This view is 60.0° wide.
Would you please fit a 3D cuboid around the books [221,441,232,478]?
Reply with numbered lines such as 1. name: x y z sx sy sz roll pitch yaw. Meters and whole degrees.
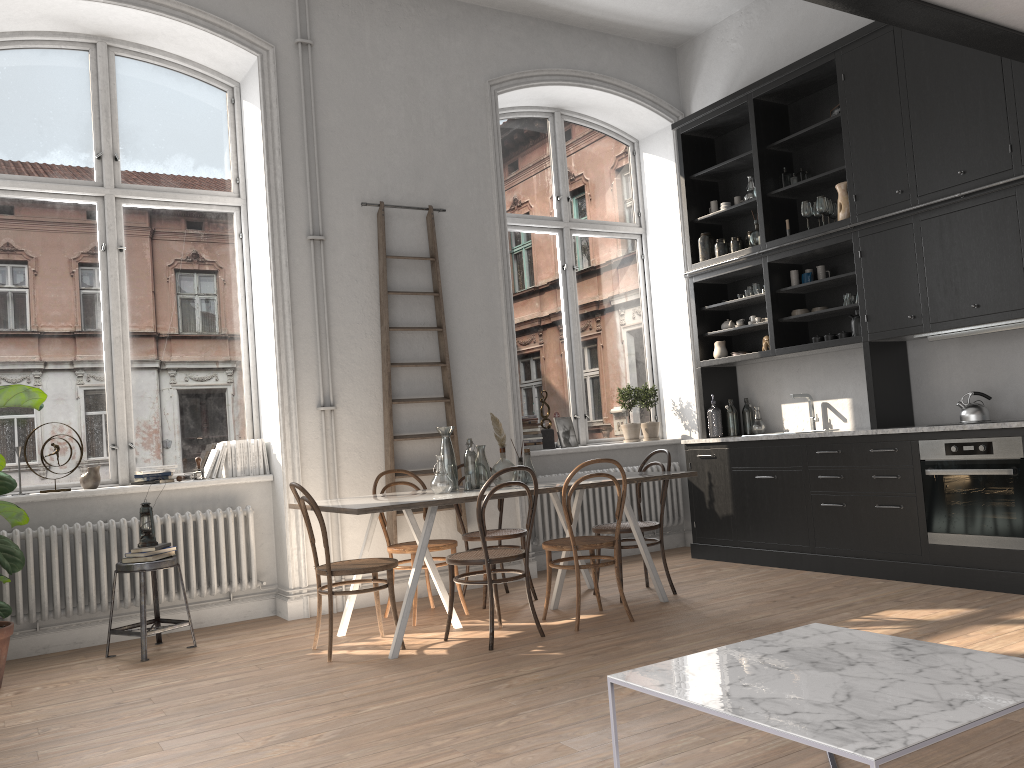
1. books: -1.924 0.508 5.977 0.024 0.243 0.175 -2 -4 -31

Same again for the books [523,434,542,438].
1. books: 0.088 0.427 7.172 0.245 0.028 0.194 -2 -4 -36

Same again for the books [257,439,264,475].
1. books: -1.740 0.500 6.066 0.024 0.243 0.175 -2 -4 -31

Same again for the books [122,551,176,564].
1. books: -2.099 0.999 5.134 0.194 0.034 0.246 -5 -4 9

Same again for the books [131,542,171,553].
1. books: -2.093 0.951 5.147 0.147 0.027 0.221 -4 -4 1

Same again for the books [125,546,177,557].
1. books: -2.093 0.973 5.144 0.163 0.029 0.232 -6 -4 29

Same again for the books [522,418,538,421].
1. books: 0.085 0.293 7.178 0.205 0.020 0.155 -2 -4 -31

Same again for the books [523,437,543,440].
1. books: 0.092 0.448 7.170 0.255 0.014 0.193 -2 -4 -28

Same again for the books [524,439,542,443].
1. books: 0.092 0.465 7.151 0.249 0.023 0.175 -2 -4 -31

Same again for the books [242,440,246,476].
1. books: -1.845 0.505 6.020 0.019 0.243 0.174 -2 -4 -31

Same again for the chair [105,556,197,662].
1. chair: -2.076 1.270 5.082 0.360 0.522 0.364 -6 -4 32

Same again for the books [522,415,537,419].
1. books: 0.074 0.273 7.184 0.201 0.024 0.159 -1 -5 -41

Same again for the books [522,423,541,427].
1. books: 0.083 0.336 7.173 0.243 0.019 0.174 -2 -4 -31

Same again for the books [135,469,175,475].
1. books: -2.292 0.563 5.691 0.205 0.020 0.155 -1 -5 -41

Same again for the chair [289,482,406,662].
1. chair: -0.887 0.965 4.766 0.549 0.920 0.438 -3 -3 -23

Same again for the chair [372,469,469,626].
1. chair: -0.589 0.992 5.567 0.438 0.920 0.549 -2 -4 -33

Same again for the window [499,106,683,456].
1. window: 3.987 -5.165 13.805 14.383 15.928 26.414 -2 -4 -31

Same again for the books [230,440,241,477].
1. books: -1.867 0.504 5.975 0.024 0.243 0.175 -2 -4 -31

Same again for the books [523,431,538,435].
1. books: 0.093 0.402 7.172 0.205 0.022 0.155 -3 -4 -17

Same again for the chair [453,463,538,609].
1. chair: -0.141 0.981 5.933 0.438 0.920 0.549 -3 -3 -24

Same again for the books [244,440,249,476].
1. books: -1.829 0.504 6.035 0.024 0.243 0.175 -2 -4 -31

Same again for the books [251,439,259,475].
1. books: -1.772 0.502 6.070 0.024 0.243 0.175 -2 -4 -31

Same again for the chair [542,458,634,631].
1. chair: 0.409 0.885 5.037 0.438 0.920 0.549 -3 -3 -20

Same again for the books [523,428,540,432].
1. books: 0.091 0.379 7.179 0.222 0.024 0.158 -2 -4 -31

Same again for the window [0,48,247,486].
1. window: -2.634 -0.800 5.843 1.622 2.841 0.013 -2 -4 -31

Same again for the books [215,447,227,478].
1. books: -1.953 0.527 5.933 0.072 0.203 0.155 -2 -4 -31

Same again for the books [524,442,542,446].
1. books: 0.094 0.488 7.149 0.249 0.023 0.175 -2 -4 -36

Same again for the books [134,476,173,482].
1. books: -2.300 0.607 5.697 0.205 0.022 0.155 -4 -4 -11

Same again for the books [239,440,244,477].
1. books: -1.853 0.504 5.995 0.019 0.243 0.174 -2 -4 -31

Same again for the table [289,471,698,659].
1. table: -0.061 1.005 5.290 2.200 0.779 1.101 -2 -4 -31

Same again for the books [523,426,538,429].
1. books: 0.090 0.357 7.174 0.205 0.022 0.155 -2 -4 -36

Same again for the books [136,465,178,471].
1. books: -2.288 0.539 5.719 0.243 0.019 0.174 -3 -4 -21

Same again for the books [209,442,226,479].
1. books: -1.975 0.511 5.920 0.100 0.235 0.174 -2 -4 -31

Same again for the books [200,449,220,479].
1. books: -2.009 0.532 5.902 0.105 0.194 0.155 -2 -4 -32

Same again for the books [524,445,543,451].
1. books: 0.094 0.521 7.148 0.248 0.043 0.192 -2 -4 -31

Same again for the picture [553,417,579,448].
1. picture: 0.426 0.410 7.427 0.149 0.264 0.221 -7 -4 42

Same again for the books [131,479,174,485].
1. books: -2.305 0.630 5.696 0.221 0.023 0.147 -5 -4 17

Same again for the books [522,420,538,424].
1. books: 0.075 0.315 7.170 0.231 0.023 0.162 -3 -4 -16

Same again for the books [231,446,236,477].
1. books: -1.890 0.524 5.972 0.020 0.205 0.155 -2 -4 -31

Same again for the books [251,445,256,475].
1. books: -1.780 0.520 6.039 0.020 0.205 0.155 -2 -4 -31

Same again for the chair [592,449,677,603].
1. chair: 0.787 0.902 5.761 0.549 0.920 0.438 -3 -3 -19

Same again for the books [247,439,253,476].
1. books: -1.799 0.502 6.027 0.019 0.243 0.174 -2 -4 -31

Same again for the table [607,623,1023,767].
1. table: 0.856 0.943 2.282 0.849 0.392 0.850 -2 -4 -31

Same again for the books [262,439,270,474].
1. books: -1.712 0.498 6.080 0.040 0.244 0.174 -2 -4 -31

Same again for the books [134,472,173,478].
1. books: -2.299 0.585 5.699 0.221 0.023 0.147 -3 -4 -16

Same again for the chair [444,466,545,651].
1. chair: -0.109 0.907 4.763 0.438 0.920 0.549 -2 -4 -36
